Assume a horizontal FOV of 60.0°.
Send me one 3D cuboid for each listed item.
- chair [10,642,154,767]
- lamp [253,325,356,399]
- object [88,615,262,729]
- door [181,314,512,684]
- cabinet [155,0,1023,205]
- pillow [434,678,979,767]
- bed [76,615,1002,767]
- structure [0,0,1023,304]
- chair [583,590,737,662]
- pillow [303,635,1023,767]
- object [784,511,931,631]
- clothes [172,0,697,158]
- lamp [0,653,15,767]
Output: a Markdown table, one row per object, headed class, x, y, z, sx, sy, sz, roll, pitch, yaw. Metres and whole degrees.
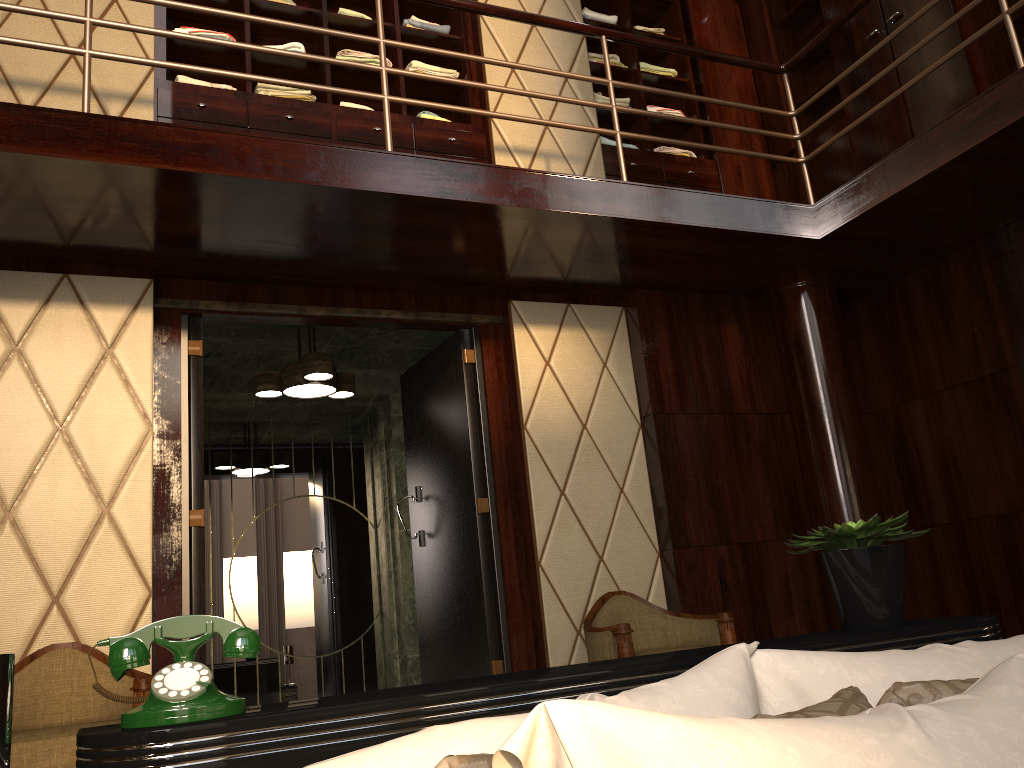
| class | x | y | z | sx | sy | sz | roll | pitch | yaw |
| --- | --- | --- | --- | --- | --- | --- | --- | --- | --- |
| chair | -1.337 | 1.040 | 2.606 | 0.571 | 0.550 | 0.462 | 1 | -17 | -24 |
| lamp | -1.076 | -0.122 | 4.466 | 0.467 | 0.347 | 0.515 | -7 | -15 | 5 |
| object | -0.438 | 0.372 | 1.166 | 0.178 | 0.131 | 0.158 | -14 | -17 | 26 |
| door | -0.868 | 0.697 | 3.895 | 1.435 | 1.820 | 0.828 | 1 | -17 | -25 |
| cabinet | -0.635 | -1.842 | 3.634 | 6.767 | 2.432 | 2.576 | 1 | -17 | -24 |
| pillow | 0.467 | 0.437 | 0.866 | 1.123 | 0.271 | 0.293 | 1 | -17 | -24 |
| bed | 0.645 | 0.458 | 0.387 | 1.985 | 0.660 | 2.381 | 1 | -17 | -24 |
| structure | 0.065 | -0.352 | 2.030 | 6.107 | 3.189 | 3.750 | 1 | -17 | -24 |
| chair | 0.551 | 1.072 | 3.459 | 0.571 | 0.550 | 0.462 | 1 | -17 | -24 |
| pillow | 0.431 | 0.419 | 0.885 | 1.322 | 0.320 | 0.685 | 0 | -16 | -23 |
| object | 0.655 | 0.355 | 1.668 | 0.256 | 0.205 | 0.241 | 8 | -20 | -42 |
| clothes | -1.322 | -1.681 | 4.096 | 4.996 | 0.954 | 0.818 | 3 | -18 | -31 |
| lamp | -0.521 | 0.454 | 0.818 | 0.106 | 0.385 | 0.109 | -1 | -16 | -17 |
